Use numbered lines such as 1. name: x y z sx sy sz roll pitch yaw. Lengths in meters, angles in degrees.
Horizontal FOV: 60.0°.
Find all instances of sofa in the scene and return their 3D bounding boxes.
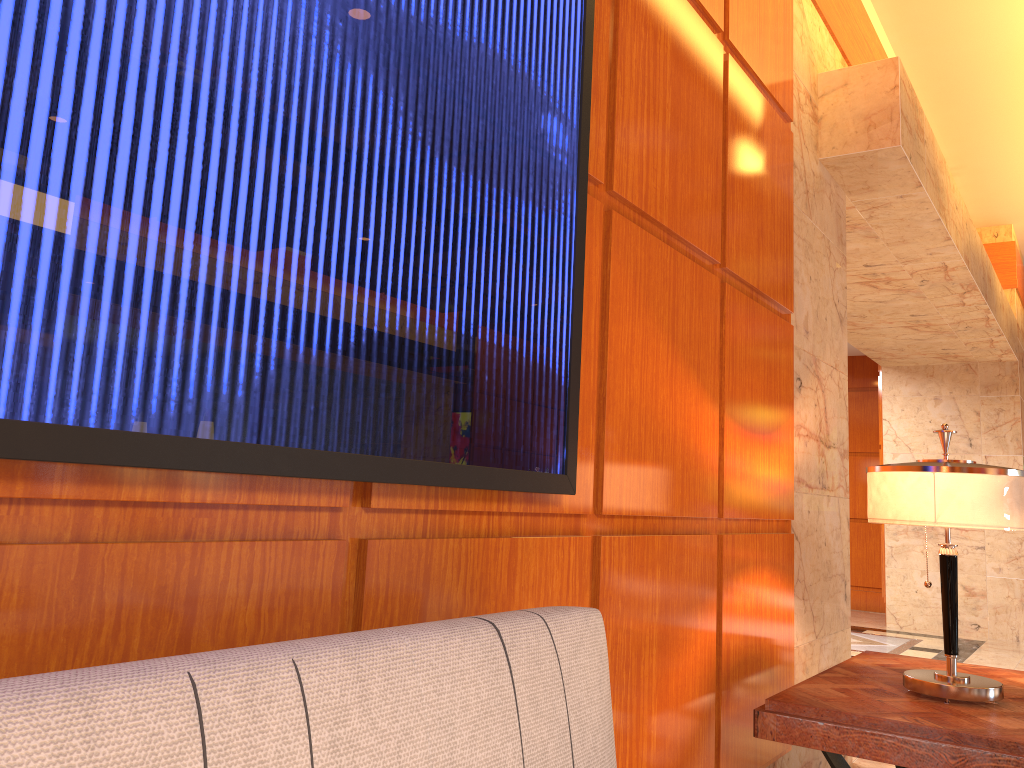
1. sofa: -0.130 0.739 0.724 0.612 0.938 1.790 -3 -10 34

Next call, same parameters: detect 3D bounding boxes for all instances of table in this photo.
1. table: 1.303 1.245 2.712 0.725 0.610 1.264 -3 -10 34

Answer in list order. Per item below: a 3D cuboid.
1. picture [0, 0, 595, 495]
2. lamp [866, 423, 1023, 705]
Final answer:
1. picture: -0.401 -0.618 1.191 0.056 1.461 1.986 -3 -10 34
2. lamp: 1.322 0.524 2.681 0.457 0.815 0.457 -5 -12 42
